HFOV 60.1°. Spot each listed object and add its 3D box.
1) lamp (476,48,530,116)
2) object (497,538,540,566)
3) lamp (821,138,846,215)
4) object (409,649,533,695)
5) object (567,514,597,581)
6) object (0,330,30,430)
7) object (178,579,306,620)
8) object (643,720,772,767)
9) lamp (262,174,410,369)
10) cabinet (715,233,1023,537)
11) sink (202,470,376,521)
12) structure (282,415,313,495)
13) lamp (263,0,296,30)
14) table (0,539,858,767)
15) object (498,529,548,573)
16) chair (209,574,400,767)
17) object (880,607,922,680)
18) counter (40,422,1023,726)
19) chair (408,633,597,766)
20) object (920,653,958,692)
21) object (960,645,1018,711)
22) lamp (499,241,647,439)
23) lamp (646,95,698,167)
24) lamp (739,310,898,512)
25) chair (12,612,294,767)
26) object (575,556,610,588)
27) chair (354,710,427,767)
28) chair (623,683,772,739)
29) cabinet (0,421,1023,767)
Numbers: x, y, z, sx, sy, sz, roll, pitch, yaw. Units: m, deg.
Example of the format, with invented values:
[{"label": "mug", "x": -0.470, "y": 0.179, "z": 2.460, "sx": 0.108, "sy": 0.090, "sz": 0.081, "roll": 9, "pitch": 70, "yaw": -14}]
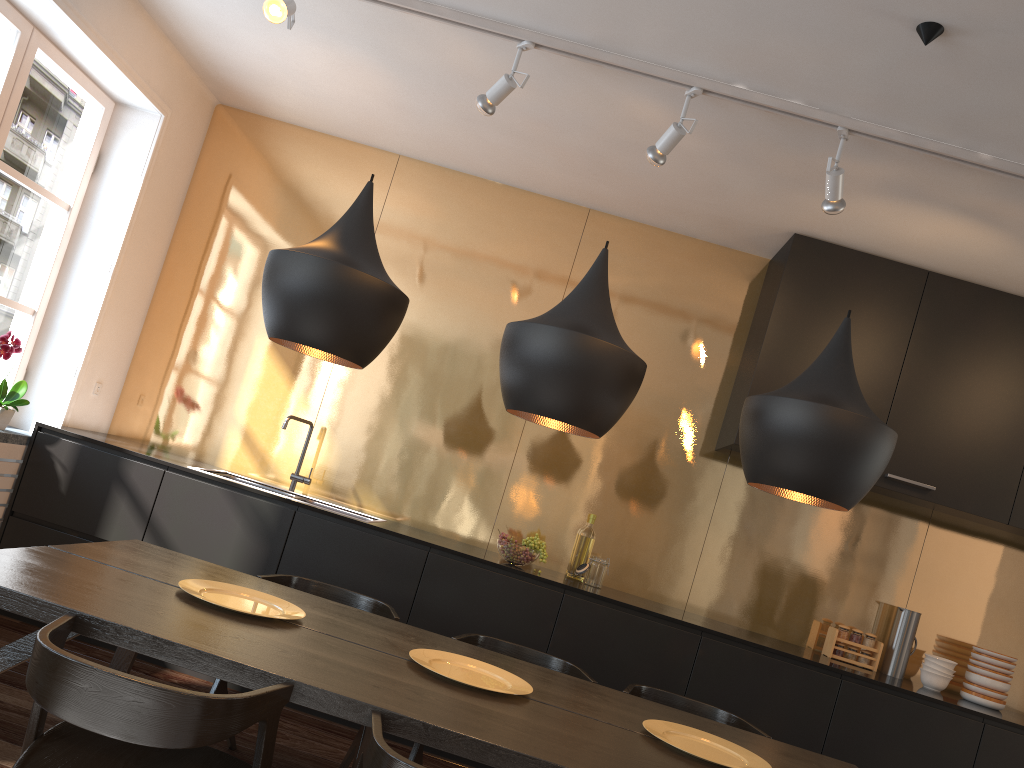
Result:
[{"label": "lamp", "x": -0.010, "y": -1.100, "z": 3.223, "sx": 0.249, "sy": 0.237, "sz": 0.086, "roll": 12, "pitch": -6, "yaw": 44}, {"label": "object", "x": 0.021, "y": 0.804, "z": 4.168, "sx": 0.221, "sy": 0.096, "sz": 0.217, "roll": 22, "pitch": -8, "yaw": -38}, {"label": "lamp", "x": 1.365, "y": 0.229, "z": 3.751, "sx": 0.088, "sy": 1.838, "sz": 1.860, "roll": 15, "pitch": -5, "yaw": 38}, {"label": "object", "x": -0.114, "y": 0.797, "z": 2.434, "sx": 0.358, "sy": 0.016, "sz": 0.356, "roll": 19, "pitch": -7, "yaw": -15}, {"label": "object", "x": 0.369, "y": 0.826, "z": 4.503, "sx": 0.093, "sy": 0.338, "sz": 0.091, "roll": 19, "pitch": -4, "yaw": -29}, {"label": "object", "x": -2.222, "y": -0.015, "z": 3.870, "sx": 0.231, "sy": 0.435, "sz": 0.405, "roll": 18, "pitch": -5, "yaw": -20}, {"label": "object", "x": -0.753, "y": 0.608, "z": 2.471, "sx": 0.355, "sy": 0.016, "sz": 0.359, "roll": 16, "pitch": -7, "yaw": 7}, {"label": "object", "x": 0.524, "y": 0.986, "z": 2.396, "sx": 0.355, "sy": 0.016, "sz": 0.359, "roll": 16, "pitch": -7, "yaw": 7}, {"label": "lamp", "x": -0.475, "y": -0.342, "z": 2.517, "sx": 0.407, "sy": 0.538, "sz": 0.416, "roll": 13, "pitch": -6, "yaw": 37}, {"label": "cabinet", "x": 2.136, "y": 0.090, "z": 4.348, "sx": 1.953, "sy": 1.046, "sz": 0.535, "roll": 17, "pitch": -4, "yaw": 3}, {"label": "sink", "x": 0.134, "y": 0.875, "z": 4.234, "sx": 3.411, "sy": 0.243, "sz": 0.485, "roll": 17, "pitch": -6, "yaw": 2}, {"label": "structure", "x": -1.089, "y": 0.367, "z": 4.471, "sx": 0.109, "sy": 0.383, "sz": 0.269, "roll": 16, "pitch": -5, "yaw": 20}, {"label": "lamp", "x": -0.805, "y": -1.352, "z": 3.127, "sx": 0.085, "sy": 0.238, "sz": 0.251, "roll": 17, "pitch": -5, "yaw": -9}, {"label": "table", "x": -0.201, "y": 1.127, "z": 2.376, "sx": 2.497, "sy": 0.676, "sz": 1.115, "roll": 16, "pitch": -6, "yaw": 3}, {"label": "object", "x": 0.043, "y": 0.769, "z": 4.156, "sx": 0.240, "sy": 0.172, "sz": 0.178, "roll": 18, "pitch": -5, "yaw": -12}, {"label": "chair", "x": -0.735, "y": 1.065, "z": 3.100, "sx": 0.593, "sy": 0.668, "sz": 0.522, "roll": 17, "pitch": -5, "yaw": 0}, {"label": "object", "x": 1.948, "y": 1.293, "z": 4.400, "sx": 0.164, "sy": 0.338, "sz": 0.115, "roll": 16, "pitch": -4, "yaw": 7}, {"label": "counter", "x": 0.255, "y": 0.939, "z": 4.268, "sx": 5.054, "sy": 0.002, "sz": 0.737, "roll": 16, "pitch": -7, "yaw": 3}, {"label": "chair", "x": -0.056, "y": 1.262, "z": 3.032, "sx": 0.593, "sy": 0.668, "sz": 0.523, "roll": 17, "pitch": -5, "yaw": 2}, {"label": "object", "x": 2.079, "y": 1.417, "z": 4.330, "sx": 0.156, "sy": 0.159, "sz": 0.156, "roll": 14, "pitch": -6, "yaw": 32}, {"label": "object", "x": 2.314, "y": 1.430, "z": 4.298, "sx": 0.200, "sy": 0.263, "sz": 0.197, "roll": 19, "pitch": -5, "yaw": -22}, {"label": "lamp", "x": 0.192, "y": -0.145, "z": 2.478, "sx": 0.414, "sy": 0.538, "sz": 0.410, "roll": 19, "pitch": -5, "yaw": -20}, {"label": "lamp", "x": 0.601, "y": -0.916, "z": 3.195, "sx": 0.086, "sy": 0.238, "sz": 0.249, "roll": 19, "pitch": -6, "yaw": -30}, {"label": "lamp", "x": 0.860, "y": 0.053, "z": 2.439, "sx": 0.416, "sy": 0.538, "sz": 0.408, "roll": 21, "pitch": -6, "yaw": -39}, {"label": "chair", "x": -0.803, "y": 0.878, "z": 1.835, "sx": 0.593, "sy": 0.668, "sz": 0.523, "roll": 17, "pitch": -5, "yaw": 2}, {"label": "object", "x": 0.401, "y": 0.912, "z": 4.334, "sx": 0.178, "sy": 0.151, "sz": 0.088, "roll": 19, "pitch": -4, "yaw": -19}, {"label": "chair", "x": -0.150, "y": 1.073, "z": 1.802, "sx": 0.592, "sy": 0.668, "sz": 0.523, "roll": 17, "pitch": -5, "yaw": 4}, {"label": "chair", "x": 0.526, "y": 1.434, "z": 2.998, "sx": 0.592, "sy": 0.668, "sz": 0.523, "roll": 17, "pitch": -5, "yaw": 3}, {"label": "cabinet", "x": 0.125, "y": 1.367, "z": 4.243, "sx": 5.057, "sy": 0.896, "sz": 0.737, "roll": 16, "pitch": -5, "yaw": 3}]
